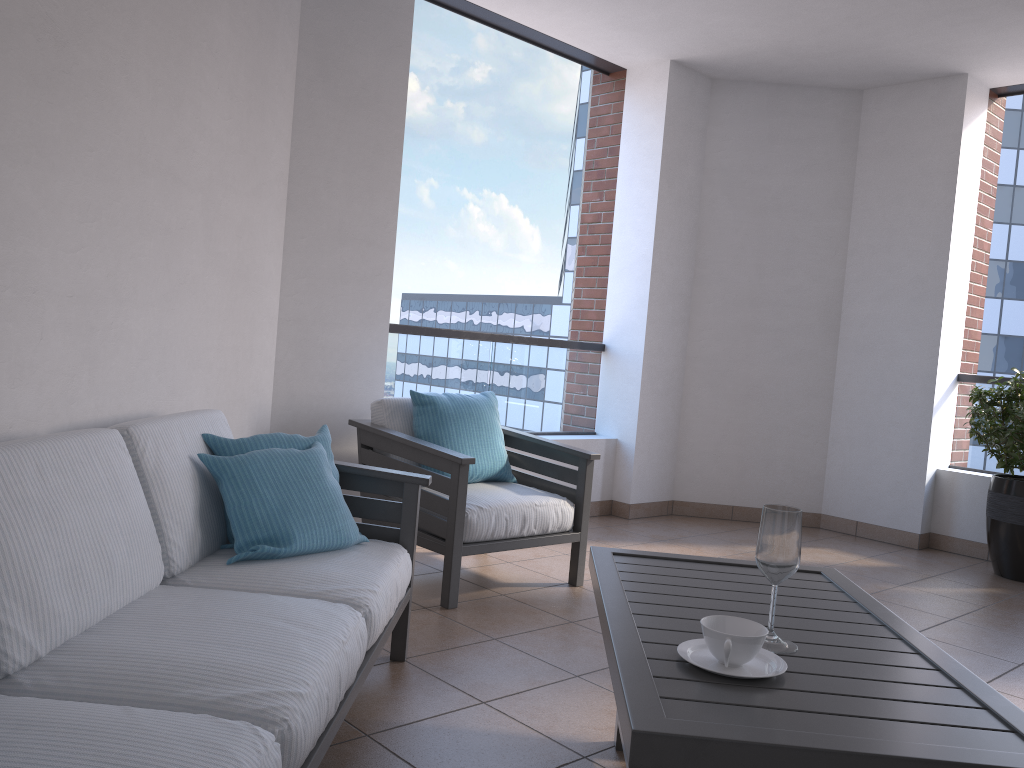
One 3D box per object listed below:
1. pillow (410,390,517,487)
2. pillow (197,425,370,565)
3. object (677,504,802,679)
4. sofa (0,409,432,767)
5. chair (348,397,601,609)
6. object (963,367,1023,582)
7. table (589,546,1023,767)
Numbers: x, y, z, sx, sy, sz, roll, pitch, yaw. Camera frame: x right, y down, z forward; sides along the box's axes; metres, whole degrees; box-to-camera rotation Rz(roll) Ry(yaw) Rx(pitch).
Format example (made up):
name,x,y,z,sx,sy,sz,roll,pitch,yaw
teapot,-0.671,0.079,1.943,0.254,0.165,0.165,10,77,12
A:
name,x,y,z,sx,sy,sz,roll,pitch,yaw
pillow,-0.234,0.244,4.009,0.316,0.426,0.510,7,3,44
pillow,-0.641,0.321,2.568,0.377,0.370,0.543,7,3,42
object,0.479,0.393,1.715,0.337,0.284,0.203,3,3,-37
sofa,-0.720,0.515,1.819,0.807,0.765,2.161,5,2,2
chair,-0.188,0.472,3.943,0.797,0.765,0.807,3,3,-43
object,2.865,0.533,4.930,0.691,1.264,0.681,3,3,-39
table,0.538,0.762,1.960,0.710,0.473,1.260,5,2,2
